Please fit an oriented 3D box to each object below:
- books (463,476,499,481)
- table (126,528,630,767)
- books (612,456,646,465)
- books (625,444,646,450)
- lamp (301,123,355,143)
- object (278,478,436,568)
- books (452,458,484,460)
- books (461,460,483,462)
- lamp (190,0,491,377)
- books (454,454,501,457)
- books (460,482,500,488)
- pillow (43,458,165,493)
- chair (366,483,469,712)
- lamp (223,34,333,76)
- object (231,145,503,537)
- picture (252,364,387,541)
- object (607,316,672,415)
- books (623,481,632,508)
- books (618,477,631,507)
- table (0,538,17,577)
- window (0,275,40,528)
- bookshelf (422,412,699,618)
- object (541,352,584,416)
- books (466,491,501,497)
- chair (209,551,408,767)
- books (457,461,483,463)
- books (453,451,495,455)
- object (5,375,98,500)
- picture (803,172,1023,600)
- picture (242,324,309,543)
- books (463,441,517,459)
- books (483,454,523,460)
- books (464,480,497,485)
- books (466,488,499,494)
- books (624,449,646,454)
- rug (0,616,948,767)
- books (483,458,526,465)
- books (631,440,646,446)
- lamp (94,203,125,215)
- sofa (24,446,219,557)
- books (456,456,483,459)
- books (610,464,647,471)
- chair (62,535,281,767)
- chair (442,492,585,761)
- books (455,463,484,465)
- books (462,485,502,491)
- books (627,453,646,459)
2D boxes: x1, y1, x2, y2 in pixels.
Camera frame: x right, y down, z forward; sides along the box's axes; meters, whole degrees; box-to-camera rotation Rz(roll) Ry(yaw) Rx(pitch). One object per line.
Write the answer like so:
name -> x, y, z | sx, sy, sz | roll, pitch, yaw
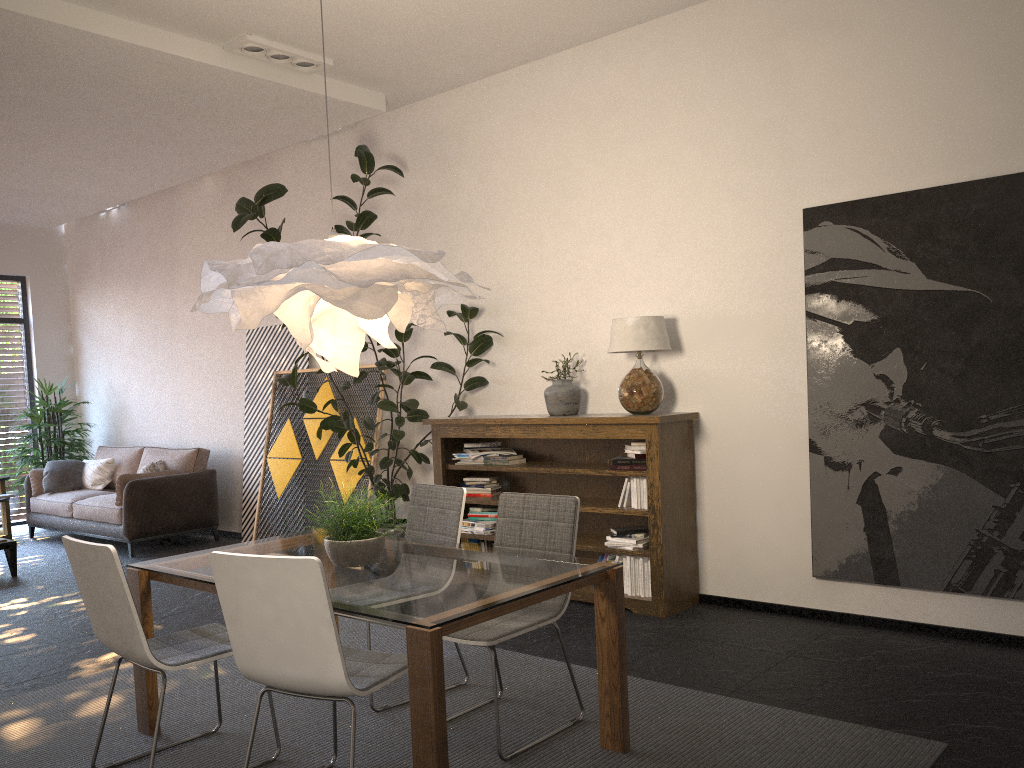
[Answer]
books -> -0.218, 0.670, 6.272 | 0.205, 0.020, 0.154 | -3, 0, 25
table -> -0.581, 1.062, 3.497 | 1.800, 0.716, 0.995 | -2, 1, 40
books -> 1.010, -2.896, 2.660 | 0.360, 6.726, 5.383 | -3, 2, -9
books -> 0.817, 0.376, 5.332 | 0.243, 0.024, 0.175 | -3, 0, -5
lamp -> -1.593, -2.090, 7.234 | 0.645, 0.066, 0.253 | -3, 0, 40
object -> -0.603, 0.539, 3.487 | 0.668, 0.368, 0.530 | -2, 1, 36
books -> -0.222, 0.517, 6.251 | 0.318, 0.011, 0.252 | -3, 0, 22
books -> -0.183, 0.526, 6.231 | 0.318, 0.011, 0.252 | -3, 0, 7
lamp -> -0.763, -2.628, 3.299 | 1.115, 5.227, 1.061 | -5, 4, -39
books -> -0.219, 0.496, 6.258 | 0.318, 0.011, 0.252 | -3, 0, 12
books -> -0.228, 0.714, 6.280 | 0.231, 0.023, 0.162 | -3, 0, 41
pillow -> -4.081, 0.931, 8.853 | 1.894, 0.344, 0.617 | -2, 1, 41
chair -> -0.545, 0.959, 4.132 | 0.600, 0.922, 0.475 | -4, 3, -40
lamp -> -1.469, -2.094, 5.606 | 0.253, 0.066, 0.643 | -2, 0, 40
object -> -1.035, -0.158, 6.491 | 2.012, 3.208, 0.904 | -2, 3, 18
picture -> -1.647, 0.667, 7.426 | 1.498, 1.609, 0.385 | -1, 3, 40
object -> 0.774, -0.106, 5.359 | 0.389, 0.583, 0.388 | -2, 2, 9
books -> 0.727, 0.665, 5.371 | 0.056, 0.158, 0.120 | 0, 3, 40
books -> 0.711, 0.652, 5.382 | 0.078, 0.182, 0.135 | 0, 3, 40
table -> -4.812, 1.456, 7.223 | 1.116, 0.308, 1.047 | -2, 0, 40
window -> -7.266, 0.229, 8.886 | 0.459, 3.036, 4.931 | 0, 2, 40
bookshelf -> 0.271, 0.795, 5.813 | 1.919, 1.175, 0.449 | -2, 3, 40
object -> 0.321, -0.001, 5.783 | 0.275, 0.413, 0.384 | -2, 2, 18
books -> -0.209, 0.777, 6.282 | 0.224, 0.021, 0.158 | -3, 0, 25
chair -> -0.605, 0.963, 2.926 | 0.475, 0.922, 0.600 | -1, 3, 26
books -> -0.200, 0.537, 6.235 | 0.318, 0.011, 0.252 | -3, 0, 10
books -> -0.225, 0.485, 6.264 | 0.318, 0.011, 0.252 | -3, 0, 17
object -> -5.194, 0.764, 9.992 | 0.913, 1.728, 0.976 | -2, 2, 6
picture -> 2.105, 0.039, 4.484 | 1.233, 2.033, 0.033 | -1, 4, 40
picture -> -2.149, 0.478, 8.009 | 0.958, 2.024, 0.207 | 0, 4, 40
books -> -0.159, 0.469, 6.218 | 0.322, 0.109, 0.272 | -3, 0, -15
books -> -0.062, 0.503, 6.090 | 0.227, 0.024, 0.166 | -3, 0, 44
books -> -0.224, 0.691, 6.274 | 0.221, 0.023, 0.147 | -3, 0, -8
books -> -0.214, 0.755, 6.276 | 0.205, 0.022, 0.154 | -3, 0, 20
books -> 0.824, 0.398, 5.313 | 0.243, 0.019, 0.174 | -3, 0, -25
rug -> -0.574, 1.416, 3.530 | 3.687, 0.006, 2.366 | -3, 0, 40
books -> -0.051, 0.531, 6.090 | 0.243, 0.034, 0.179 | -3, 0, 43
books -> 0.820, 0.353, 5.337 | 0.155, 0.022, 0.204 | -3, 0, 25
lamp -> -4.526, -1.958, 9.727 | 0.645, 0.066, 0.253 | -3, 0, 40
sofa -> -3.962, 1.111, 8.936 | 2.322, 0.922, 0.991 | -2, 1, 40
books -> -0.209, 0.506, 6.242 | 0.318, 0.011, 0.252 | -3, 0, 12
books -> 0.770, 0.493, 5.341 | 0.286, 0.034, 0.230 | -3, 0, 33
chair -> -1.267, 0.992, 3.303 | 0.475, 0.922, 0.600 | 0, 3, 43
chair -> -0.046, 0.936, 3.584 | 0.475, 0.922, 0.600 | 0, 3, 41
books -> -0.210, 0.549, 6.237 | 0.318, 0.011, 0.252 | -3, 0, 14
books -> -0.220, 0.735, 6.278 | 0.244, 0.019, 0.174 | -3, 0, 25
books -> 0.823, 0.422, 5.306 | 0.225, 0.029, 0.179 | -3, 0, -8
